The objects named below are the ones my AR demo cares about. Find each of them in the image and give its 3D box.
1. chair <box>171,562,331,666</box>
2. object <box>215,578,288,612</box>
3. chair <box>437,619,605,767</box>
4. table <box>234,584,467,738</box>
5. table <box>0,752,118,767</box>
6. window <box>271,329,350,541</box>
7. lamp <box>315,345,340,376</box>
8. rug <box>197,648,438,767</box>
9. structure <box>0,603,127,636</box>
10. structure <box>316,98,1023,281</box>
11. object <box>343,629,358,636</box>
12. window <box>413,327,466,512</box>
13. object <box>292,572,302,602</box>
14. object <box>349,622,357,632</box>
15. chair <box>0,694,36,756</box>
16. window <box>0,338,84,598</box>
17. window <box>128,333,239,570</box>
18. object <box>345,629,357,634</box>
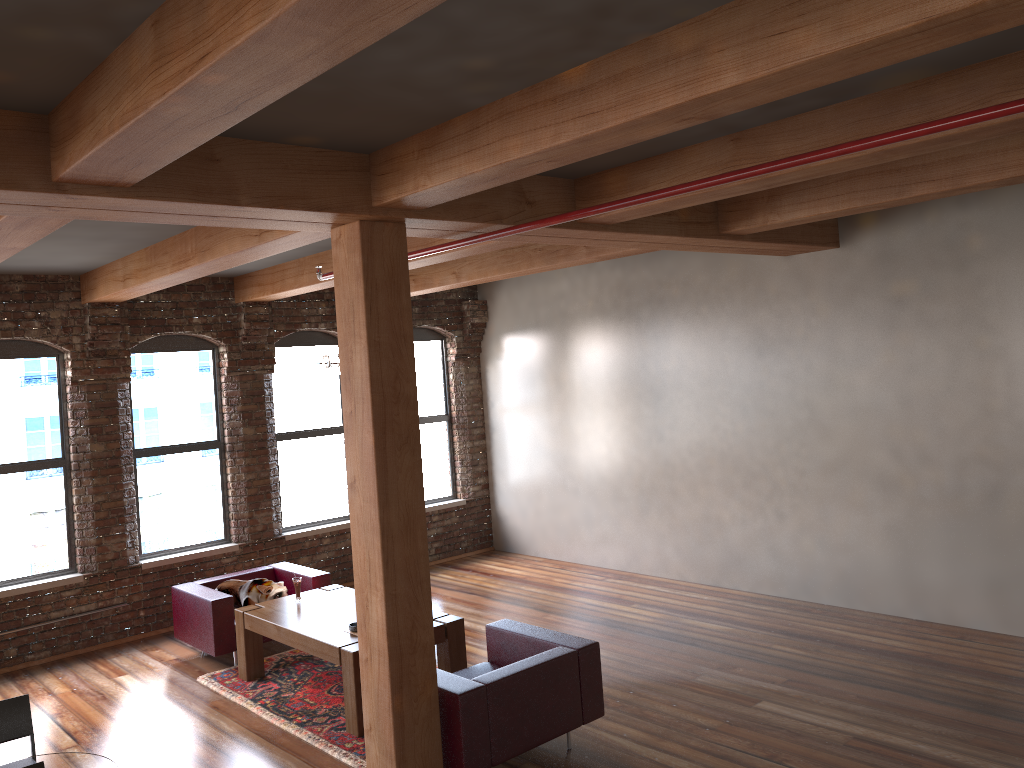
[{"bbox_3d":[-2.245,1.992,7.687,1.072,0.593,0.864,-5,1,-42],"label":"chair"},{"bbox_3d":[-2.224,1.816,7.558,0.754,0.297,0.365,-4,0,20],"label":"object"},{"bbox_3d":[-0.137,1.888,5.268,1.072,0.593,0.864,-5,1,-42],"label":"chair"},{"bbox_3d":[-1.228,1.966,6.532,0.901,0.550,1.747,-5,1,-42],"label":"table"},{"bbox_3d":[-1.717,1.891,3.046,0.722,0.925,0.720,-4,-1,-17],"label":"table"},{"bbox_3d":[-2.171,0.507,9.706,0.969,2.217,0.235,-3,-2,-41],"label":"window"},{"bbox_3d":[-1.296,-0.502,7.607,0.809,0.816,0.809,-4,0,-1],"label":"lamp"},{"bbox_3d":[-1.172,2.236,6.495,1.345,0.009,2.458,-5,2,-41],"label":"rug"},{"bbox_3d":[-8.703,2.406,3.591,1.630,0.313,13.726,-3,1,42],"label":"structure"},{"bbox_3d":[0.800,-0.931,4.057,0.051,0.112,6.796,-3,0,-42],"label":"structure"},{"bbox_3d":[-0.868,1.671,6.103,0.470,0.001,0.352,-5,2,-42],"label":"object"},{"bbox_3d":[-1.076,0.408,10.680,0.969,2.217,0.235,-3,-2,-41],"label":"window"},{"bbox_3d":[-1.695,1.599,7.005,0.076,0.232,0.095,-4,-1,-9],"label":"object"},{"bbox_3d":[-1.064,1.663,6.058,0.099,0.043,0.098,-4,1,-16],"label":"object"},{"bbox_3d":[-2.120,1.873,3.633,0.430,0.983,0.466,-3,-1,-42],"label":"chair"},{"bbox_3d":[-4.362,0.704,7.758,0.969,2.217,0.235,-3,-2,-41],"label":"window"},{"bbox_3d":[-3.266,0.606,8.732,0.969,2.217,0.235,-3,-2,-41],"label":"window"},{"bbox_3d":[-0.868,1.671,6.102,0.471,0.003,0.331,-5,2,-42],"label":"object"}]
